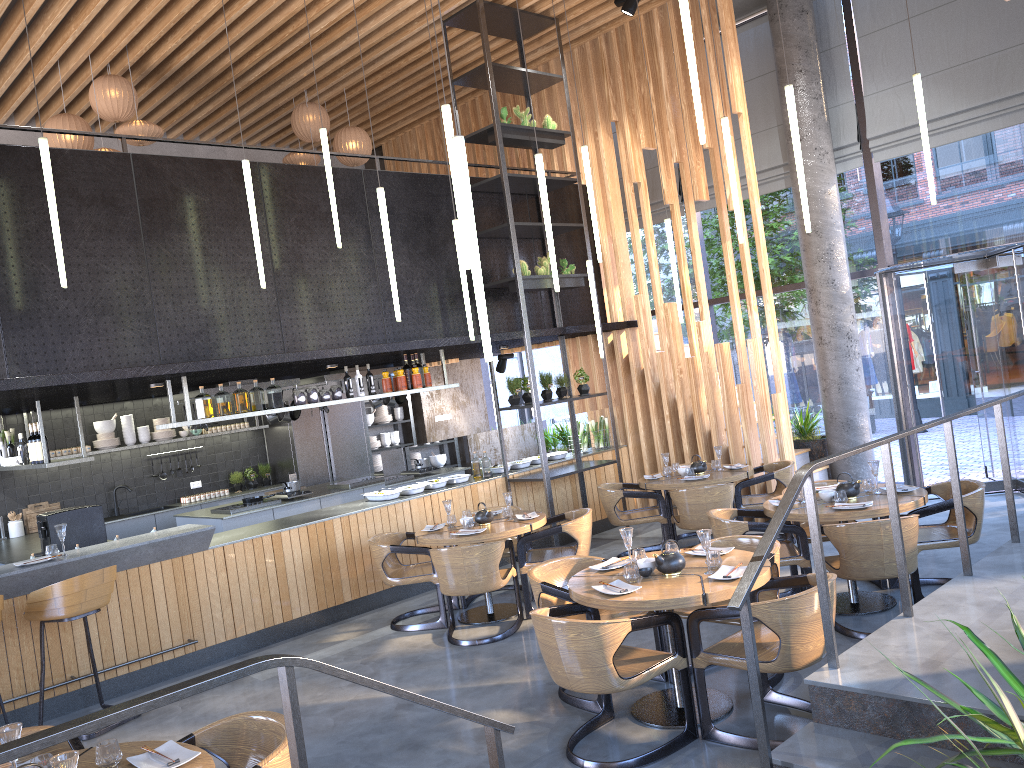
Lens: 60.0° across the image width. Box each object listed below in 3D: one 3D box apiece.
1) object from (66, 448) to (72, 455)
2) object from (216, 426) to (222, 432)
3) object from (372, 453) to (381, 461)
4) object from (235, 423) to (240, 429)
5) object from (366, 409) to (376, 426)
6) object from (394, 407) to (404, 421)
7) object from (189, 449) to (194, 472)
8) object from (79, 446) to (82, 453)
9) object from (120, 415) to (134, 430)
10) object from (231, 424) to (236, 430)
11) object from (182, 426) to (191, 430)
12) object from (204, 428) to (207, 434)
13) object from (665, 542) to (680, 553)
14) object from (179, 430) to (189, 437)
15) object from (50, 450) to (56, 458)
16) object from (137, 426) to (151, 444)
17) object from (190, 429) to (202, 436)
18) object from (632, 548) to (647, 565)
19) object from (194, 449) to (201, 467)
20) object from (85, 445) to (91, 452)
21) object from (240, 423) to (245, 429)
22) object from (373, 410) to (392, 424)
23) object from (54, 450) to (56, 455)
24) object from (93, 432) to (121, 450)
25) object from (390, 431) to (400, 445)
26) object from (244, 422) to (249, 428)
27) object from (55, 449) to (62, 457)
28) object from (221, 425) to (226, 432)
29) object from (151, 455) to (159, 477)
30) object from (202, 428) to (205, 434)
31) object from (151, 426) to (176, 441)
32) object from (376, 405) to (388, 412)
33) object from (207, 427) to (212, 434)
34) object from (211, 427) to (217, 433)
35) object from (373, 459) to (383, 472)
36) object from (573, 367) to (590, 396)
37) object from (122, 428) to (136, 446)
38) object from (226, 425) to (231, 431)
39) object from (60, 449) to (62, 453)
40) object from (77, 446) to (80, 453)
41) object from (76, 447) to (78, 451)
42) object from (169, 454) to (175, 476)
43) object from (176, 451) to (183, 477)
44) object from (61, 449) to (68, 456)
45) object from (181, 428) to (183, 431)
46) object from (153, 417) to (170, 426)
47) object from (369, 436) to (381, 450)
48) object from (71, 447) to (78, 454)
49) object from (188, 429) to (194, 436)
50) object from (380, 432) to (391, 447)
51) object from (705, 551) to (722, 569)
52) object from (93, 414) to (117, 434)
[{"bbox_3d":[-5.260,0.799,10.522,0.062,0.078,0.062,-8,1,42],"label":"object"},{"bbox_3d":[-3.870,0.596,11.709,0.062,0.078,0.062,-8,1,-38],"label":"object"},{"bbox_3d":[-2.064,1.111,13.363,0.204,0.106,0.204,-8,1,13],"label":"object"},{"bbox_3d":[-3.678,0.568,11.890,0.062,0.078,0.062,-8,1,-38],"label":"object"},{"bbox_3d":[-2.192,0.513,13.315,0.249,0.243,0.248,-8,1,-43],"label":"object"},{"bbox_3d":[-1.747,0.464,13.724,0.143,0.214,0.149,-8,1,-14],"label":"object"},{"bbox_3d":[-4.222,1.004,11.664,0.035,0.298,0.032,-8,0,-1],"label":"object"},{"bbox_3d":[-5.119,0.779,10.562,0.062,0.078,0.062,-8,1,42],"label":"object"},{"bbox_3d":[-4.766,0.492,10.994,0.143,0.214,0.149,-8,1,-14],"label":"object"},{"bbox_3d":[-3.726,0.575,11.845,0.062,0.078,0.062,-8,1,-38],"label":"object"},{"bbox_3d":[-4.218,0.560,11.506,0.118,0.083,0.118,-8,1,35],"label":"object"},{"bbox_3d":[-4.013,0.617,11.666,0.062,0.078,0.062,-8,1,-38],"label":"object"},{"bbox_3d":[0.934,0.968,5.164,0.086,0.086,0.086,-8,1,-18],"label":"object"},{"bbox_3d":[-4.235,0.646,11.449,0.118,0.083,0.118,-8,1,-15],"label":"object"},{"bbox_3d":[-5.358,0.815,10.336,0.062,0.078,0.062,-8,1,42],"label":"object"},{"bbox_3d":[-4.613,0.636,11.118,0.143,0.214,0.149,-8,1,-14],"label":"object"},{"bbox_3d":[-4.073,0.628,11.453,0.146,0.073,0.146,-8,1,19],"label":"object"},{"bbox_3d":[0.734,0.997,5.105,0.086,0.086,0.086,-8,1,-18],"label":"object"},{"bbox_3d":[-4.140,0.971,11.680,0.074,0.256,0.074,-8,0,2],"label":"object"},{"bbox_3d":[-5.072,0.772,10.607,0.062,0.078,0.062,-8,1,42],"label":"object"},{"bbox_3d":[-3.631,0.561,11.935,0.062,0.078,0.062,-8,1,-38],"label":"object"},{"bbox_3d":[-1.988,0.508,13.584,0.304,0.195,0.300,-8,1,-32],"label":"object"},{"bbox_3d":[-5.356,0.814,10.431,0.062,0.078,0.062,-8,1,42],"label":"object"},{"bbox_3d":[-4.945,0.695,10.815,0.304,0.195,0.300,-8,1,-32],"label":"object"},{"bbox_3d":[-1.807,0.834,13.700,0.143,0.214,0.149,-8,1,-14],"label":"object"},{"bbox_3d":[-3.583,0.554,11.980,0.062,0.078,0.062,-8,1,-38],"label":"object"},{"bbox_3d":[-5.310,0.808,10.381,0.062,0.078,0.062,-8,1,42],"label":"object"},{"bbox_3d":[-3.821,0.589,11.754,0.062,0.078,0.062,-8,1,-38],"label":"object"},{"bbox_3d":[-4.554,1.045,11.278,0.103,0.280,0.103,-8,0,-1],"label":"object"},{"bbox_3d":[-4.062,0.623,11.719,0.062,0.078,0.062,-8,1,-38],"label":"object"},{"bbox_3d":[-4.443,0.621,11.290,0.304,0.195,0.300,-8,1,-32],"label":"object"},{"bbox_3d":[-2.006,0.376,13.586,0.204,0.106,0.204,-8,1,13],"label":"object"},{"bbox_3d":[-3.967,0.611,11.616,0.062,0.078,0.062,-8,1,-38],"label":"object"},{"bbox_3d":[-3.917,0.603,11.663,0.062,0.078,0.062,-8,1,-38],"label":"object"},{"bbox_3d":[-2.046,1.243,13.361,0.304,0.195,0.300,-8,1,-32],"label":"object"},{"bbox_3d":[0.764,-0.032,9.702,0.172,0.311,0.179,-8,1,13],"label":"object"},{"bbox_3d":[-4.743,0.656,10.995,0.143,0.214,0.149,-8,1,-14],"label":"object"},{"bbox_3d":[-3.773,0.582,11.800,0.062,0.078,0.062,-8,1,-38],"label":"object"},{"bbox_3d":[-5.308,0.806,10.477,0.062,0.078,0.062,-8,1,42],"label":"object"},{"bbox_3d":[-5.165,0.785,10.612,0.062,0.078,0.062,-8,1,42],"label":"object"},{"bbox_3d":[-5.214,0.792,10.664,0.062,0.078,0.062,-8,1,42],"label":"object"},{"bbox_3d":[-4.411,1.036,11.464,0.062,0.306,0.038,-8,1,-43],"label":"object"},{"bbox_3d":[-4.339,1.041,11.541,0.068,0.337,0.024,-8,1,-43],"label":"object"},{"bbox_3d":[-5.262,0.800,10.427,0.062,0.078,0.062,-8,1,42],"label":"object"},{"bbox_3d":[-4.238,0.609,11.412,0.019,0.082,0.111,-8,0,-3],"label":"object"},{"bbox_3d":[-4.460,0.489,11.292,0.204,0.106,0.204,-8,1,13],"label":"object"},{"bbox_3d":[-2.138,0.893,13.397,0.304,0.195,0.300,-8,1,-32],"label":"object"},{"bbox_3d":[-5.213,0.792,10.566,0.062,0.078,0.062,-8,1,42],"label":"object"},{"bbox_3d":[-4.191,0.639,11.572,0.118,0.083,0.118,-8,1,-11],"label":"object"},{"bbox_3d":[-1.936,0.853,13.578,0.143,0.214,0.149,-8,1,-14],"label":"object"},{"bbox_3d":[1.088,0.950,4.788,0.086,0.086,0.086,-8,1,33],"label":"object"},{"bbox_3d":[-4.971,0.503,10.832,0.249,0.243,0.248,-8,1,-43],"label":"object"}]
